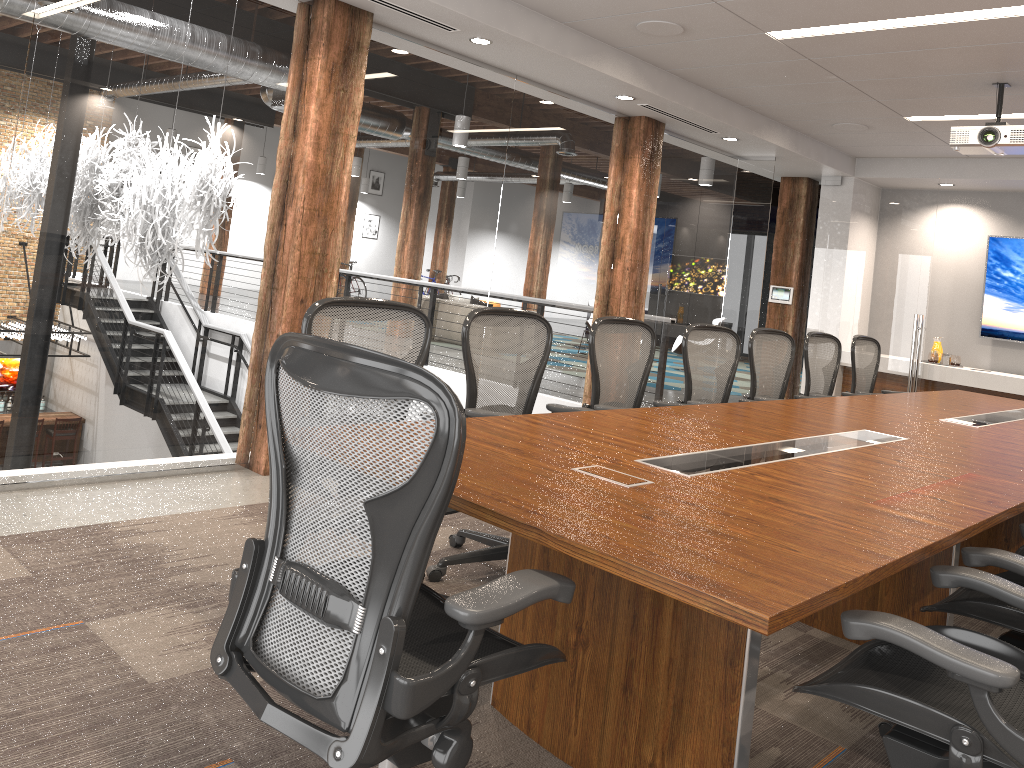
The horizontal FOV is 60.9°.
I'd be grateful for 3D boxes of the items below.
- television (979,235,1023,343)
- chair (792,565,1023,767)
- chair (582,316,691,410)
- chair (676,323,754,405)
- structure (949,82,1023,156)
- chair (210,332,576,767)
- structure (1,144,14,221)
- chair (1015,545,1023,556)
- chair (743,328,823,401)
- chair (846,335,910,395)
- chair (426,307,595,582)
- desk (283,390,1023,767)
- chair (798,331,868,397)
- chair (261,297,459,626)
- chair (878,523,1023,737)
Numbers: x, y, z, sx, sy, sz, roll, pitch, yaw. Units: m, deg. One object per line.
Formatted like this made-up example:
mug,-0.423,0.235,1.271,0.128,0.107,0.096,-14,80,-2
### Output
television,5.389,-0.826,8.001,1.935,1.110,0.064,11,0,42
chair,0.906,0.599,1.751,0.801,1.096,0.761,7,0,36
chair,0.697,0.254,4.202,0.768,1.096,0.793,7,0,32
chair,1.247,0.242,4.807,0.800,1.096,0.762,7,0,28
structure,3.116,-1.708,5.590,0.466,0.458,0.314,9,1,42
chair,-0.242,0.455,1.773,0.775,1.096,0.786,7,0,16
structure,-7.155,-3.745,12.897,0.903,3.065,0.983,6,-3,16
chair,1.997,0.580,2.920,0.799,1.096,0.762,7,0,24
chair,1.786,0.235,5.366,0.769,1.096,0.792,7,0,35
chair,2.860,0.214,6.538,0.791,1.096,0.770,7,0,-42
chair,0.104,0.248,3.690,0.799,1.096,0.762,7,0,24
desk,1.882,0.584,4.033,1.423,0.755,5.985,11,8,42
chair,2.308,0.216,6.008,0.799,1.096,0.762,7,0,26
chair,-0.414,0.264,3.074,0.797,1.096,0.764,7,0,16
chair,1.445,0.581,2.393,0.770,1.096,0.791,7,0,42
